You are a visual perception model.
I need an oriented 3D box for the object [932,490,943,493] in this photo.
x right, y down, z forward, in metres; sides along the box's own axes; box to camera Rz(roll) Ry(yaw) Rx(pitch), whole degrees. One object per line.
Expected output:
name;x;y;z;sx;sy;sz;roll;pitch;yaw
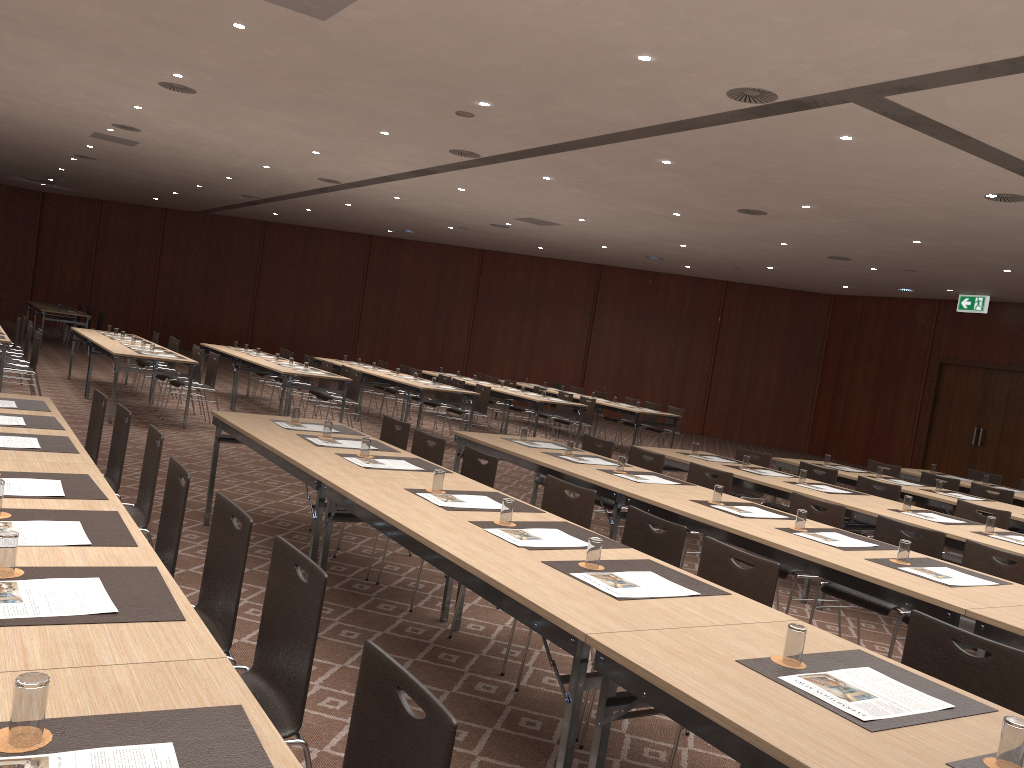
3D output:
object;4.119;1.040;8.582;0.102;0.001;0.102;6;4;-44

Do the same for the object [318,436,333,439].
object;-1.238;0.356;5.879;0.102;0.001;0.102;6;4;-44

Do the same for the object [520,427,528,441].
object;0.102;0.424;7.503;0.054;0.114;0.054;10;3;23

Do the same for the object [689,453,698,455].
object;1.766;0.682;8.607;0.102;0.001;0.102;8;3;-21

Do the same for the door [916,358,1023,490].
door;9.862;0.912;18.647;0.200;2.701;2.420;7;4;-33

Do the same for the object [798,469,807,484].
object;2.460;0.782;7.501;0.054;0.114;0.054;9;3;1

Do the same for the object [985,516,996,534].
object;3.320;0.977;6.153;0.054;0.114;0.054;9;3;1

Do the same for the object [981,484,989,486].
object;5.452;1.165;10.214;0.102;0.001;0.102;6;4;-44

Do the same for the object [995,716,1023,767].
object;1.176;0.845;2.083;0.054;0.114;0.054;9;3;1

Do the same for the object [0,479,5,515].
object;-1.695;0.370;2.901;0.054;0.114;0.054;10;3;23

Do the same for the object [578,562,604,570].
object;0.308;0.707;3.440;0.102;0.001;0.102;6;4;-44

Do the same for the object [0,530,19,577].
object;-1.345;0.450;2.354;0.054;0.114;0.054;10;3;23

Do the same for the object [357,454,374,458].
object;-0.885;0.435;5.346;0.102;0.001;0.102;6;4;-44

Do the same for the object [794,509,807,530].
object;1.652;0.775;5.069;0.054;0.114;0.054;9;3;1

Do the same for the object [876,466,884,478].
object;3.785;0.906;9.124;0.054;0.114;0.054;9;3;1

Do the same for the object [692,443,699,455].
object;1.773;0.626;8.581;0.054;0.114;0.054;10;3;23

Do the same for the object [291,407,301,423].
object;-1.565;0.223;6.420;0.054;0.114;0.054;10;3;23

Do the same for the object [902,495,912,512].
object;2.978;0.900;6.680;0.054;0.114;0.054;9;3;1

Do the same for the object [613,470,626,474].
object;0.781;0.637;6.419;0.102;0.001;0.102;6;4;-44

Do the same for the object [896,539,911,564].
object;1.998;0.854;4.521;0.054;0.114;0.054;9;3;1

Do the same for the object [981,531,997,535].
object;3.310;1.033;6.149;0.102;0.001;0.102;6;4;-44

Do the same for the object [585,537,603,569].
object;0.316;0.651;3.419;0.054;0.114;0.054;9;3;1

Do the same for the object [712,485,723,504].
object;1.299;0.696;5.599;0.054;0.114;0.054;9;3;1

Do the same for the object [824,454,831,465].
object;3.442;0.827;9.679;0.054;0.114;0.054;10;3;23

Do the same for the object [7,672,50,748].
object;-0.839;0.565;1.541;0.054;0.114;0.054;10;3;23

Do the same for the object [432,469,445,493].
object;-0.375;0.494;4.520;0.054;0.114;0.054;9;3;1

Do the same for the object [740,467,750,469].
object;2.110;0.761;8.058;0.102;0.001;0.102;6;4;-44

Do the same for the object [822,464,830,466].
object;3.429;0.883;9.684;0.102;0.001;0.102;8;3;-21

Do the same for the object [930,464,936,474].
object;5.110;1.029;10.756;0.054;0.114;0.054;10;3;23

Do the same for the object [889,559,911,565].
object;1.979;0.909;4.524;0.102;0.001;0.102;6;4;-44

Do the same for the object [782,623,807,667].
object;0.832;0.768;2.611;0.054;0.114;0.054;9;3;1

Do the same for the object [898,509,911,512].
object;2.962;0.955;6.684;0.102;0.001;0.102;6;4;-44

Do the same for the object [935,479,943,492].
object;4.139;0.985;8.590;0.054;0.114;0.054;9;3;1

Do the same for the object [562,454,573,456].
object;0.435;0.558;6.975;0.102;0.001;0.102;6;4;-44

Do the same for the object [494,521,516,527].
object;-0.032;0.629;3.996;0.102;0.001;0.102;6;4;-44

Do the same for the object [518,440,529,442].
object;0.091;0.480;7.508;0.102;0.001;0.102;8;3;-21

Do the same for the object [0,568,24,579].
object;-1.363;0.504;2.371;0.102;0.001;0.102;10;3;23

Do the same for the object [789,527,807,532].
object;1.638;0.831;5.074;0.102;0.001;0.102;6;4;-44

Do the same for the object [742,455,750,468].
object;2.123;0.705;8.044;0.054;0.114;0.054;9;3;1

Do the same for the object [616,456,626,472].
object;0.790;0.580;6.429;0.054;0.114;0.054;9;3;1

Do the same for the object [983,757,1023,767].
object;1.162;0.901;2.080;0.102;0.001;0.102;6;4;-44

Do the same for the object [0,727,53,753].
object;-0.860;0.620;1.549;0.102;0.001;0.102;10;3;23

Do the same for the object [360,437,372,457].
object;-0.880;0.378;5.336;0.054;0.114;0.054;9;3;1

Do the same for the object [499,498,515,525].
object;-0.023;0.573;3.981;0.054;0.114;0.054;9;3;1

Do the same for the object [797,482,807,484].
object;2.451;0.838;7.517;0.102;0.001;0.102;6;4;-44

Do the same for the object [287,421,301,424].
object;-1.578;0.278;6.431;0.102;0.001;0.102;8;3;-21

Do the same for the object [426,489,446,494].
object;-0.389;0.549;4.534;0.102;0.001;0.102;6;4;-44

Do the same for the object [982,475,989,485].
object;5.457;1.108;10.215;0.054;0.114;0.054;9;3;1

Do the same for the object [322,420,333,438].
object;-1.224;0.300;5.892;0.054;0.114;0.054;9;3;1

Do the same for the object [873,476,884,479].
object;3.772;0.962;9.129;0.102;0.001;0.102;6;4;-44

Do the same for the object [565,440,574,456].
object;0.449;0.503;6.953;0.054;0.114;0.054;9;3;1

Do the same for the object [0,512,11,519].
object;-1.696;0.428;2.901;0.102;0.001;0.102;10;3;23

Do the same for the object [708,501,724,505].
object;1.290;0.753;5.607;0.102;0.001;0.102;6;4;-44

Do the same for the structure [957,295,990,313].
structure;9.438;-1.641;18.152;0.105;0.346;0.586;7;4;-33
